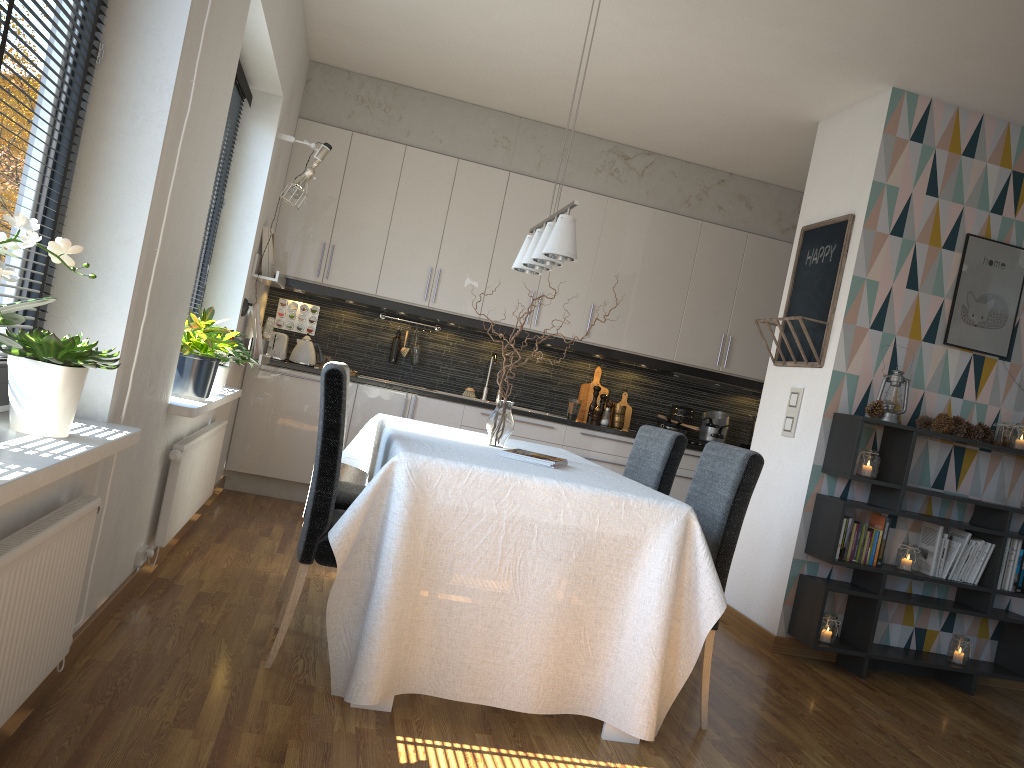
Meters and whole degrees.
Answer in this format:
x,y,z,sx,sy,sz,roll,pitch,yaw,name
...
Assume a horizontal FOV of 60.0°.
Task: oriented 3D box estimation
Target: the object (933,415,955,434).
x,y,z,sx,sy,sz,roll,pitch,yaw,name
2.069,0.196,4.263,0.110,0.101,0.114,12,0,-29,object

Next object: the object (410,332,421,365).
x,y,z,sx,sy,sz,roll,pitch,yaw,name
-0.668,-0.254,6.273,0.094,0.242,0.073,11,1,-38,object

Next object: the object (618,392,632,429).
x,y,z,sx,sy,sz,roll,pitch,yaw,name
0.825,0.195,6.617,0.146,0.273,0.043,12,1,-11,object

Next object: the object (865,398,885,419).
x,y,z,sx,sy,sz,roll,pitch,yaw,name
1.705,0.113,4.166,0.086,0.101,0.078,12,0,3,object

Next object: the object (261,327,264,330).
x,y,z,sx,sy,sz,roll,pitch,yaw,name
-1.553,-0.258,5.444,0.014,0.193,0.043,12,1,0,object

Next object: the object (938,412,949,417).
x,y,z,sx,sy,sz,roll,pitch,yaw,name
2.106,0.190,4.339,0.090,0.106,0.097,12,0,10,object

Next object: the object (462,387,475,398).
x,y,z,sx,sy,sz,roll,pitch,yaw,name
-0.303,0.060,6.345,0.097,0.065,0.099,12,0,-19,object

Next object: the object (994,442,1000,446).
x,y,z,sx,sy,sz,roll,pitch,yaw,name
2.374,0.295,4.339,0.026,0.027,0.030,12,0,21,object

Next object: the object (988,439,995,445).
x,y,z,sx,sy,sz,roll,pitch,yaw,name
2.372,0.291,4.382,0.035,0.035,0.030,11,0,-38,object

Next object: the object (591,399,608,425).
x,y,z,sx,sy,sz,roll,pitch,yaw,name
0.618,0.191,6.313,0.081,0.192,0.058,11,1,-27,object

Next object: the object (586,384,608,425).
x,y,z,sx,sy,sz,roll,pitch,yaw,name
0.622,0.146,6.396,0.123,0.283,0.061,12,1,-11,object

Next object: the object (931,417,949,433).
x,y,z,sx,sy,sz,roll,pitch,yaw,name
2.027,0.196,4.199,0.082,0.085,0.082,12,0,4,object

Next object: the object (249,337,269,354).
x,y,z,sx,sy,sz,roll,pitch,yaw,name
-1.547,-0.214,5.417,0.103,0.124,0.103,12,0,-14,object

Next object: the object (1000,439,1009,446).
x,y,z,sx,sy,sz,roll,pitch,yaw,name
2.407,0.294,4.331,0.038,0.043,0.039,12,0,25,object

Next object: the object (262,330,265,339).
x,y,z,sx,sy,sz,roll,pitch,yaw,name
-1.531,-0.253,5.410,0.020,0.200,0.007,12,1,10,object

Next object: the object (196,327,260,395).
x,y,z,sx,sy,sz,roll,pitch,yaw,name
-1.363,-0.110,4.085,0.371,0.309,0.379,12,0,-36,object

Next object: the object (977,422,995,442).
x,y,z,sx,sy,sz,roll,pitch,yaw,name
2.303,0.237,4.327,0.092,0.100,0.083,12,0,14,object

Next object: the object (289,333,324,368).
x,y,z,sx,sy,sz,roll,pitch,yaw,name
-1.359,-0.219,5.858,0.204,0.236,0.179,12,0,25,object

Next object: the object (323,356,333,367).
x,y,z,sx,sy,sz,roll,pitch,yaw,name
-1.278,-0.153,6.107,0.071,0.076,0.071,12,0,-11,object

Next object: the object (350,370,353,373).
x,y,z,sx,sy,sz,roll,pitch,yaw,name
-1.193,-0.104,6.136,0.248,0.015,0.024,12,0,34,object

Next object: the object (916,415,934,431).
x,y,z,sx,sy,sz,roll,pitch,yaw,name
1.991,0.189,4.260,0.078,0.084,0.098,12,0,-11,object

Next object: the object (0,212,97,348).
x,y,z,sx,sy,sz,roll,pitch,yaw,name
-0.842,-0.075,1.355,0.340,0.444,0.286,12,1,-23,object

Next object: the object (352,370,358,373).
x,y,z,sx,sy,sz,roll,pitch,yaw,name
-1.174,-0.102,6.153,0.248,0.017,0.024,12,0,24,object

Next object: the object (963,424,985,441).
x,y,z,sx,sy,sz,roll,pitch,yaw,name
2.225,0.235,4.293,0.106,0.086,0.091,12,0,3,object

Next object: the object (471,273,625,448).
x,y,z,sx,sy,sz,roll,pitch,yaw,name
0.053,-0.127,3.544,0.616,0.785,0.402,11,1,-37,object

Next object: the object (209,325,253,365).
x,y,z,sx,sy,sz,roll,pitch,yaw,name
-1.489,-0.139,4.465,0.354,0.316,0.292,12,0,-20,object

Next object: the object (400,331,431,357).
x,y,z,sx,sy,sz,roll,pitch,yaw,name
-0.687,-0.278,6.282,0.188,0.204,0.072,12,1,-24,object

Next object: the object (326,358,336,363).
x,y,z,sx,sy,sz,roll,pitch,yaw,name
-1.236,-0.139,6.047,0.065,0.064,0.065,12,0,-11,object

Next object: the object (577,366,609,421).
x,y,z,sx,sy,sz,roll,pitch,yaw,name
0.606,0.074,6.576,0.219,0.419,0.029,12,1,-11,object

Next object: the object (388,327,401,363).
x,y,z,sx,sy,sz,roll,pitch,yaw,name
-0.817,-0.278,6.259,0.060,0.256,0.060,12,1,11,object

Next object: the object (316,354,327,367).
x,y,z,sx,sy,sz,roll,pitch,yaw,name
-1.298,-0.158,6.013,0.071,0.076,0.071,12,0,-19,object

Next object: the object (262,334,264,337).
x,y,z,sx,sy,sz,roll,pitch,yaw,name
-1.544,-0.240,5.385,0.089,0.159,0.007,12,1,39,object

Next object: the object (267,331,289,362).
x,y,z,sx,sy,sz,roll,pitch,yaw,name
-1.560,-0.246,5.825,0.175,0.192,0.253,12,0,-11,object

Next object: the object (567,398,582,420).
x,y,z,sx,sy,sz,roll,pitch,yaw,name
0.424,0.176,6.128,0.102,0.146,0.102,12,0,-11,object

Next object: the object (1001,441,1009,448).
x,y,z,sx,sy,sz,roll,pitch,yaw,name
2.392,0.295,4.302,0.035,0.035,0.030,12,0,-13,object

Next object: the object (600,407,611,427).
x,y,z,sx,sy,sz,roll,pitch,yaw,name
0.668,0.230,6.281,0.069,0.135,0.069,11,1,-36,object

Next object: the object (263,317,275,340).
x,y,z,sx,sy,sz,roll,pitch,yaw,name
-1.506,-0.281,5.448,0.060,0.267,0.119,11,1,-20,object

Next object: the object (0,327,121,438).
x,y,z,sx,sy,sz,roll,pitch,yaw,name
-1.036,-0.009,1.985,0.284,0.237,0.267,12,0,-29,object

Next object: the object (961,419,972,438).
x,y,z,sx,sy,sz,roll,pitch,yaw,name
2.217,0.221,4.360,0.097,0.102,0.099,11,0,-41,object

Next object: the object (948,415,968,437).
x,y,z,sx,sy,sz,roll,pitch,yaw,name
2.141,0.205,4.271,0.108,0.108,0.094,11,0,-43,object

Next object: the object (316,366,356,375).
x,y,z,sx,sy,sz,roll,pitch,yaw,name
-1.239,-0.100,6.084,0.335,0.012,0.212,12,0,-9,object

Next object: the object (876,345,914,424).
x,y,z,sx,sy,sz,roll,pitch,yaw,name
1.821,-0.004,4.214,0.154,0.383,0.163,12,1,5,object

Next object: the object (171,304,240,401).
x,y,z,sx,sy,sz,roll,pitch,yaw,name
-1.292,-0.135,3.604,0.299,0.384,0.333,12,0,4,object

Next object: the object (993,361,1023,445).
x,y,z,sx,sy,sz,roll,pitch,yaw,name
2.627,0.093,4.295,0.298,0.522,0.425,12,0,-14,object

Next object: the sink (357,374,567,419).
x,y,z,sx,sy,sz,roll,pitch,yaw,name
-0.369,0.165,6.080,1.422,0.168,0.474,12,0,-11,sink
